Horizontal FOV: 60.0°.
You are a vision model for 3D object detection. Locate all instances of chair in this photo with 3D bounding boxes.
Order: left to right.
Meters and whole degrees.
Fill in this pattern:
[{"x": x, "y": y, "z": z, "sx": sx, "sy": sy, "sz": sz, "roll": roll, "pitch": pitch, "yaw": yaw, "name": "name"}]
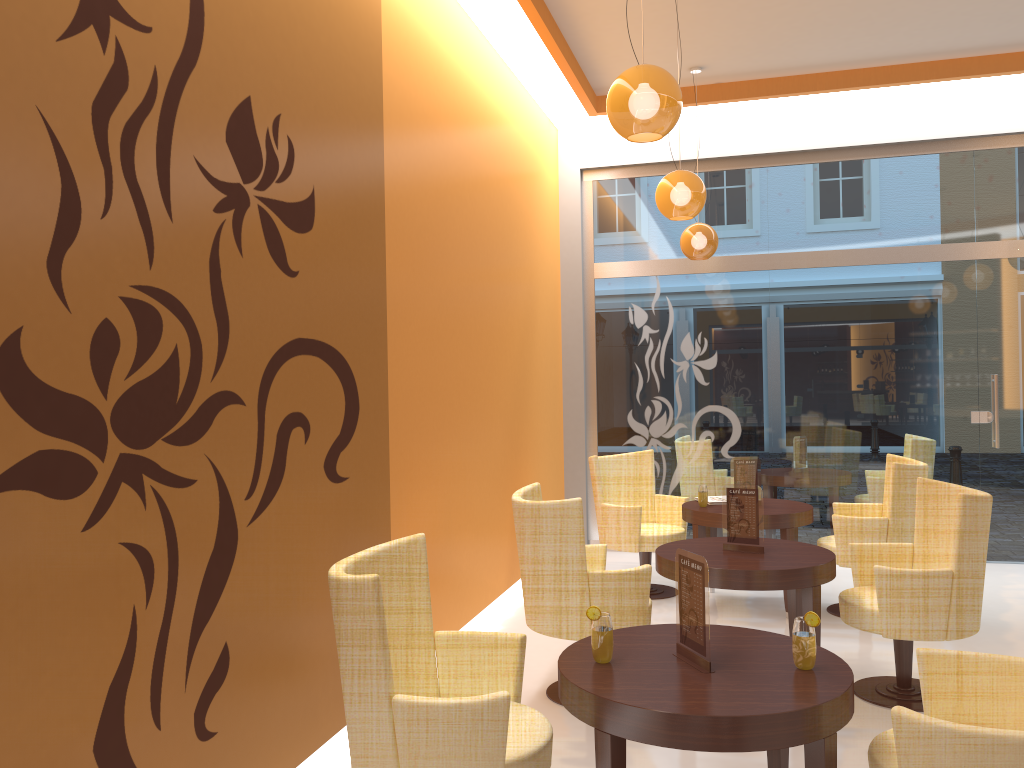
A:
[{"x": -0.215, "y": 1.032, "z": 2.782, "sx": 0.685, "sy": 1.017, "sz": 0.729, "roll": -1, "pitch": 0, "yaw": 3, "name": "chair"}, {"x": 0.350, "y": 1.025, "z": 4.397, "sx": 0.685, "sy": 1.017, "sz": 0.729, "roll": -1, "pitch": 0, "yaw": -17, "name": "chair"}, {"x": 0.936, "y": 1.018, "z": 6.542, "sx": 0.729, "sy": 1.017, "sz": 0.685, "roll": -1, "pitch": 0, "yaw": -43, "name": "chair"}, {"x": 2.358, "y": 0.991, "z": 5.809, "sx": 0.685, "sy": 1.017, "sz": 0.729, "roll": -1, "pitch": 0, "yaw": 18, "name": "chair"}, {"x": 1.946, "y": 0.995, "z": 4.304, "sx": 0.685, "sy": 1.017, "sz": 0.729, "roll": -1, "pitch": 0, "yaw": 12, "name": "chair"}, {"x": 1.348, "y": 1.003, "z": 2.442, "sx": 0.685, "sy": 1.017, "sz": 0.729, "roll": -1, "pitch": 0, "yaw": 32, "name": "chair"}]

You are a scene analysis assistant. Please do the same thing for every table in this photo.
[{"x": 0.581, "y": 1.187, "z": 2.701, "sx": 0.874, "sy": 0.679, "sz": 0.872, "roll": -1, "pitch": 0, "yaw": -43, "name": "table"}, {"x": 1.164, "y": 1.179, "z": 4.440, "sx": 0.874, "sy": 0.679, "sz": 0.872, "roll": -1, "pitch": 0, "yaw": -38, "name": "table"}, {"x": 1.616, "y": 1.174, "z": 6.091, "sx": 0.874, "sy": 0.679, "sz": 0.872, "roll": -1, "pitch": 0, "yaw": -28, "name": "table"}]

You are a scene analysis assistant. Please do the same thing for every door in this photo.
[{"x": 4.641, "y": 0.209, "z": 7.098, "sx": 1.640, "sy": 2.499, "sz": 0.020, "roll": -1, "pitch": 0, "yaw": 15, "name": "door"}]

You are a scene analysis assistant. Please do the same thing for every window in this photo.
[{"x": 4.632, "y": -0.290, "z": 7.099, "sx": 8.200, "sy": 3.380, "sz": 0.040, "roll": -1, "pitch": 0, "yaw": 15, "name": "window"}]

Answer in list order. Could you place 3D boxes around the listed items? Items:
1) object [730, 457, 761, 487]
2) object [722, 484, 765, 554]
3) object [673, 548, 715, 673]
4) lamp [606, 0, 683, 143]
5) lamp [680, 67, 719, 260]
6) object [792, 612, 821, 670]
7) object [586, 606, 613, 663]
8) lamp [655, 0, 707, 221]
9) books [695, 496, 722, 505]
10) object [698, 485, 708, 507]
[{"x": 1.607, "y": 0.667, "z": 6.092, "sx": 0.209, "sy": 0.335, "sz": 0.042, "roll": -1, "pitch": 0, "yaw": -2, "name": "object"}, {"x": 1.158, "y": 0.672, "z": 4.450, "sx": 0.209, "sy": 0.335, "sz": 0.042, "roll": -1, "pitch": 0, "yaw": 33, "name": "object"}, {"x": 0.328, "y": 0.683, "z": 1.778, "sx": 0.187, "sy": 0.335, "sz": 2.090, "roll": -1, "pitch": 0, "yaw": 12, "name": "object"}, {"x": 0.511, "y": -1.722, "z": 3.506, "sx": 0.299, "sy": 1.500, "sz": 0.299, "roll": -1, "pitch": 0, "yaw": 40, "name": "lamp"}, {"x": 1.461, "y": -1.733, "z": 6.979, "sx": 0.299, "sy": 1.500, "sz": 0.299, "roll": -1, "pitch": 0, "yaw": 15, "name": "lamp"}, {"x": 0.867, "y": 0.756, "z": 2.625, "sx": 0.072, "sy": 0.171, "sz": 0.067, "roll": -1, "pitch": 0, "yaw": -2, "name": "object"}, {"x": 0.275, "y": 0.767, "z": 2.720, "sx": 0.072, "sy": 0.171, "sz": 0.067, "roll": -1, "pitch": 0, "yaw": -27, "name": "object"}, {"x": 0.986, "y": -1.727, "z": 5.242, "sx": 0.299, "sy": 1.500, "sz": 0.299, "roll": -1, "pitch": 0, "yaw": 15, "name": "lamp"}, {"x": 1.509, "y": 0.823, "z": 6.298, "sx": 0.339, "sy": 0.028, "sz": 0.273, "roll": -1, "pitch": 0, "yaw": -10, "name": "books"}, {"x": 1.308, "y": 0.767, "z": 6.074, "sx": 0.067, "sy": 0.148, "sz": 0.067, "roll": -1, "pitch": 0, "yaw": 39, "name": "object"}]
